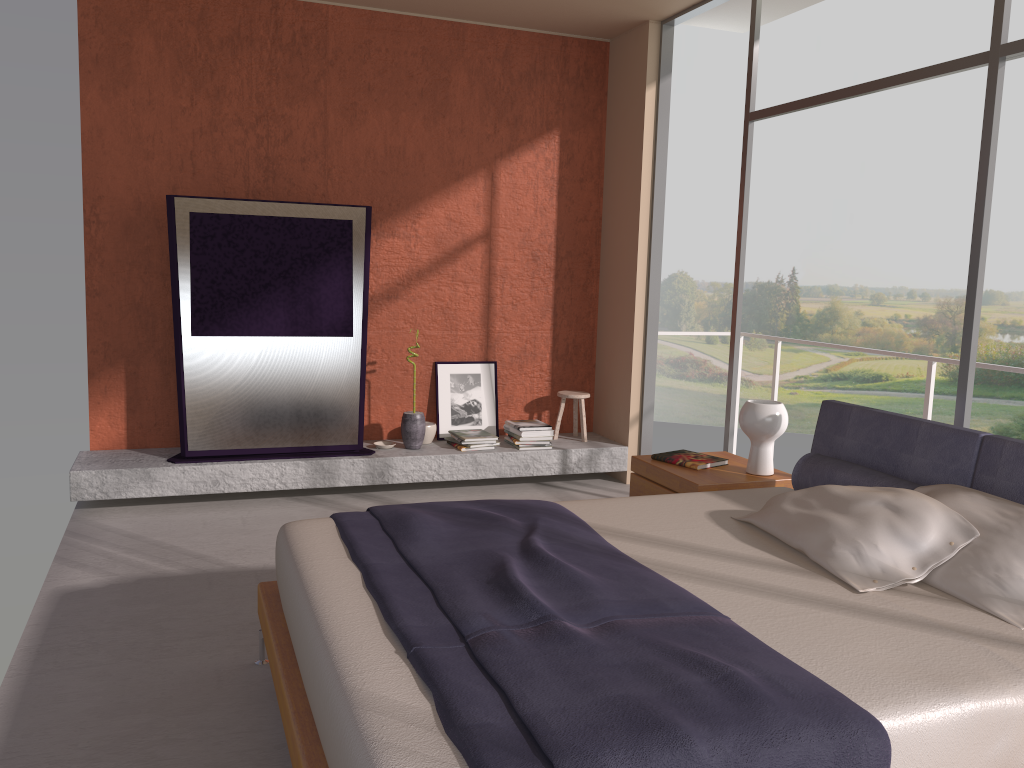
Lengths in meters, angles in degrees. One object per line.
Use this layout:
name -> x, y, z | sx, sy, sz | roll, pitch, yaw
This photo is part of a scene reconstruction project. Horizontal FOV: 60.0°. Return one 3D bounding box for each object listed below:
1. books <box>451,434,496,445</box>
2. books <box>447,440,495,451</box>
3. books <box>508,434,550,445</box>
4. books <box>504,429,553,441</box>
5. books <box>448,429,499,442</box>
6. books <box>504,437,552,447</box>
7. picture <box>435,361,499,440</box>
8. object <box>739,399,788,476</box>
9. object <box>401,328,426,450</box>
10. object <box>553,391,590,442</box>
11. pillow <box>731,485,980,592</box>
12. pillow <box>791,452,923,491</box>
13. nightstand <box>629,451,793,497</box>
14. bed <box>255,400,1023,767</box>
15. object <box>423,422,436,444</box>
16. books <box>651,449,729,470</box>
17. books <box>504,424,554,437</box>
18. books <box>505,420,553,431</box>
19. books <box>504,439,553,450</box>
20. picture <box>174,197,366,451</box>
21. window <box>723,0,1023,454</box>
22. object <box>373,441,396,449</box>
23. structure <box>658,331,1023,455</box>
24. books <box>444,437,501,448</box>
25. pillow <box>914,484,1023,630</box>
books -> -0.265, 0.373, 6.080 | 0.247, 0.025, 0.287 | -1, 8, -18
books -> -0.284, 0.417, 6.086 | 0.247, 0.025, 0.287 | -1, 8, -24
books -> 0.117, 0.383, 6.182 | 0.247, 0.025, 0.287 | 1, 7, -10
books -> 0.115, 0.353, 6.197 | 0.247, 0.027, 0.328 | -1, 8, -19
books -> -0.267, 0.351, 6.082 | 0.247, 0.018, 0.328 | -1, 8, -24
books -> 0.111, 0.400, 6.209 | 0.247, 0.018, 0.287 | -1, 8, -21
picture -> -0.320, 0.116, 6.338 | 0.458, 0.550, 0.117 | -1, 8, -21
object -> 1.176, 0.251, 4.165 | 0.224, 0.338, 0.224 | 1, 7, -9
object -> -0.653, 0.033, 5.908 | 0.165, 0.810, 0.165 | 2, 7, 3
object -> 0.455, 0.236, 6.459 | 0.260, 0.349, 0.257 | 8, 9, 38
pillow -> 1.133, 0.472, 3.050 | 0.431, 0.264, 0.869 | 0, 7, -13
pillow -> 1.524, 0.478, 3.106 | 0.205, 0.201, 1.470 | -1, 8, -21
nightstand -> 0.968, 0.676, 4.343 | 0.562, 0.556, 0.628 | -1, 8, -21
bed -> 0.546, 0.667, 2.780 | 2.462, 0.959, 2.017 | -1, 8, -21
object -> -0.615, 0.343, 6.149 | 0.179, 0.137, 0.180 | 1, 7, -8
books -> 0.880, 0.373, 4.388 | 0.247, 0.025, 0.287 | -4, 9, -40
books -> 0.116, 0.320, 6.193 | 0.247, 0.038, 0.319 | -1, 8, -23
books -> 0.115, 0.289, 6.194 | 0.247, 0.025, 0.287 | -1, 8, -21
books -> 0.112, 0.419, 6.205 | 0.247, 0.018, 0.328 | -1, 8, -19
picture -> -1.460, -0.357, 5.453 | 1.129, 1.496, 0.126 | -1, 8, -21
window -> 2.388, -0.324, 2.426 | 0.075, 3.133, 6.106 | -1, 8, -21
object -> -0.854, 0.418, 5.946 | 0.152, 0.040, 0.152 | 4, 8, 14
structure -> 2.664, 0.621, 2.872 | 0.728, 1.005, 7.689 | -1, 8, -21
books -> -0.273, 0.393, 6.095 | 0.247, 0.018, 0.328 | -3, 9, -36
pillow -> 1.431, 0.507, 2.781 | 0.400, 0.265, 0.791 | 0, 8, -18
